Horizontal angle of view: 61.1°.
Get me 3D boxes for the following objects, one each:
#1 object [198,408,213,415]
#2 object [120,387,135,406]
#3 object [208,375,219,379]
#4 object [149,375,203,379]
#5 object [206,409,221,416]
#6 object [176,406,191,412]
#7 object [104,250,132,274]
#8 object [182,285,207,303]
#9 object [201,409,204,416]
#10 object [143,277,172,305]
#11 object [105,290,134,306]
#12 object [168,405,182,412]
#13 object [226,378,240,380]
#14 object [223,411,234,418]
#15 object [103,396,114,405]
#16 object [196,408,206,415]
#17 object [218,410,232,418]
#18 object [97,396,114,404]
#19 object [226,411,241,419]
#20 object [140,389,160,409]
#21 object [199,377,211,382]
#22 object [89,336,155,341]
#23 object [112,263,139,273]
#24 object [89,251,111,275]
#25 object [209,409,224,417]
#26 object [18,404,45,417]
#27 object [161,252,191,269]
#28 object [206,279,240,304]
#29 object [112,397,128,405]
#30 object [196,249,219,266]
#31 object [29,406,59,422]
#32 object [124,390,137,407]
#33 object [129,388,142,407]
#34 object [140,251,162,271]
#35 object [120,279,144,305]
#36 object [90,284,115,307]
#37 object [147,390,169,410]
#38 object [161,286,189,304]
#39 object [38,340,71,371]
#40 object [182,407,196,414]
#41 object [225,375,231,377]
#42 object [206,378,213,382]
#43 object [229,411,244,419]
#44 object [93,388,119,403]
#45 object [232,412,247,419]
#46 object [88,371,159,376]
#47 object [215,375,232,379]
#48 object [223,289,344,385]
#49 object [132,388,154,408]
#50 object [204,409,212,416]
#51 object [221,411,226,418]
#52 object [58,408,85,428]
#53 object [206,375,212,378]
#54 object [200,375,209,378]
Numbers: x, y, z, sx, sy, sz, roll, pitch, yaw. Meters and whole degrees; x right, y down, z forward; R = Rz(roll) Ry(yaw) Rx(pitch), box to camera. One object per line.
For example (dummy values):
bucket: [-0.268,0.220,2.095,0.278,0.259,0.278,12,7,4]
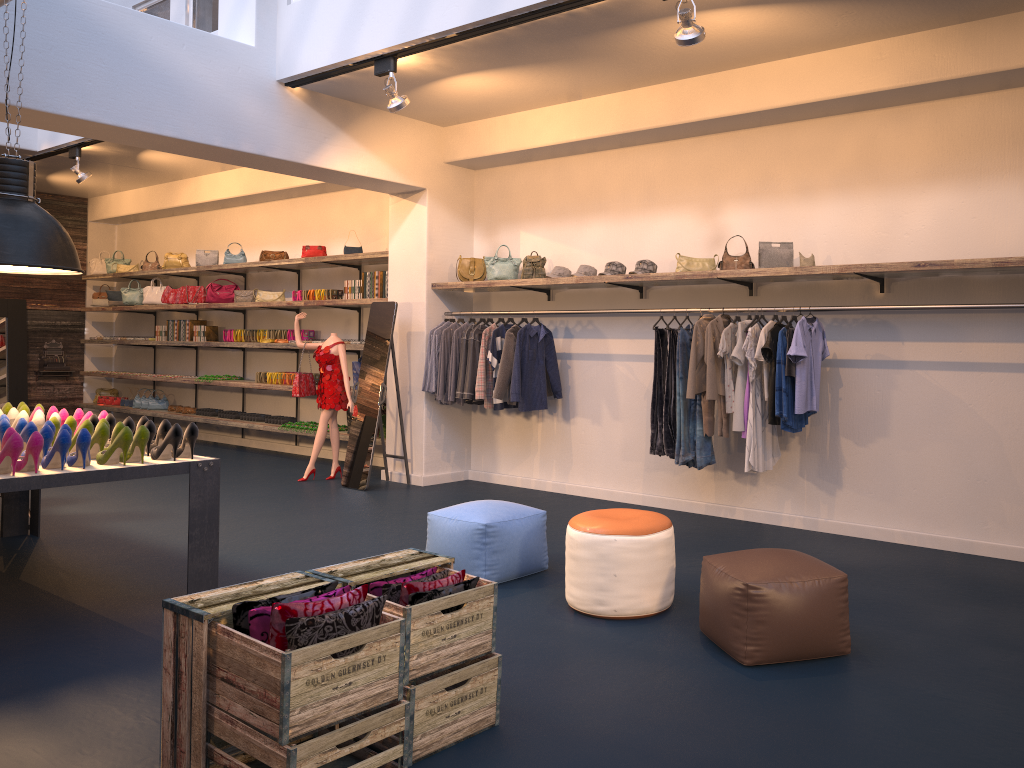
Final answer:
object: [-4.020,0.364,11.395,0.060,0.088,0.202,1,1,42]
object: [-5.602,0.186,12.678,0.212,0.280,0.055,1,-1,-20]
object: [-3.748,-0.084,11.026,0.256,0.064,0.078,-1,2,-42]
object: [-4.569,-0.102,11.738,0.814,0.029,0.384,3,3,40]
object: [-3.872,0.372,11.274,0.060,0.088,0.202,1,1,42]
object: [-4.426,0.342,11.759,0.220,0.083,0.226,2,2,30]
object: [-5.828,-1.795,12.845,0.377,0.367,0.171,1,-1,-8]
object: [-4.155,-1.175,11.344,0.310,0.250,0.138,1,-1,10]
object: [-3.970,0.367,11.355,0.060,0.088,0.202,1,1,42]
object: [-4.935,-1.295,12.114,0.425,0.386,0.192,1,-1,1]
object: [-5.728,-1.259,12.727,0.432,0.232,0.171,1,0,-12]
object: [-4.601,0.332,11.924,0.229,0.083,0.217,-1,3,-38]
object: [-3.575,-0.053,11.028,0.077,0.058,0.252,2,2,37]
object: [-3.570,0.388,11.029,0.060,0.088,0.202,1,1,42]
object: [-5.944,0.247,12.911,0.231,0.118,0.086,1,0,-17]
object: [-4.069,0.362,11.434,0.060,0.088,0.202,1,1,42]
object: [-3.669,0.383,11.109,0.060,0.088,0.202,1,1,42]
object: [-6.097,0.239,13.036,0.231,0.118,0.086,1,0,-17]
object: [-3.520,0.391,10.988,0.060,0.088,0.202,1,1,42]
object: [-5.076,0.211,12.210,0.288,0.283,0.091,1,-1,-16]
object: [-3.882,-0.060,11.060,0.077,0.058,0.252,2,2,37]
object: [-5.651,-0.671,12.747,1.398,0.060,0.521,3,3,39]
object: [-5.644,-1.683,12.646,0.364,0.174,0.231,1,1,2]
object: [-6.154,-1.826,13.156,0.455,0.386,0.179,1,0,-27]
object: [-3.821,0.375,11.233,0.060,0.088,0.202,1,1,42]
object: [-3.160,0.223,5.649,0.223,0.195,0.218,2,1,41]
object: [-4.518,-1.658,11.677,0.372,0.234,0.198,1,0,-2]
object: [-3.693,-1.184,11.084,0.282,0.338,0.366,1,1,30]
object: [-5.778,0.255,12.806,0.230,0.118,0.086,1,0,-16]
object: [-3.949,-1.628,11.264,0.283,0.230,0.076,1,-1,-9]
object: [-2.985,0.233,5.491,0.223,0.195,0.218,2,1,41]
object: [-5.506,0.191,12.604,0.215,0.280,0.054,1,-1,-28]
object: [-5.404,0.197,12.517,0.212,0.280,0.055,1,-1,-20]
object: [-5.059,-1.720,12.184,0.285,0.300,0.105,1,-1,9]
object: [-5.382,-1.307,12.376,0.377,0.367,0.171,1,-1,-8]
object: [-6.120,-1.332,13.040,0.361,0.335,0.161,1,-1,-7]
object: [-4.925,0.219,12.096,0.288,0.283,0.091,1,-1,-16]
object: [-4.533,-1.198,11.699,0.340,0.254,0.136,1,-1,-2]
object: [-6.796,-0.429,12.896,0.215,0.461,0.387,1,0,41]
object: [-4.269,0.353,11.575,0.220,0.083,0.226,2,2,31]
object: [-3.626,-0.087,11.162,0.081,0.073,0.246,1,2,20]
object: [-3.752,-0.053,10.955,0.077,0.058,0.252,2,2,37]
object: [-3.472,0.393,10.949,0.060,0.088,0.202,1,1,42]
object: [-6.170,0.173,13.229,0.388,0.234,0.189,1,0,-18]
object: [-3.422,0.396,10.908,0.060,0.088,0.202,1,1,42]
object: [-5.618,-0.156,12.591,1.722,0.024,0.382,3,3,39]
object: [-3.660,-0.081,10.991,0.256,0.067,0.077,-1,2,-42]
object: [-2.822,-0.541,10.506,2.473,1.138,0.493,3,0,40]
object: [-5.226,0.203,12.325,0.292,0.283,0.090,1,-1,-22]
object: [-3.920,0.370,11.313,0.060,0.088,0.202,1,1,42]
object: [-3.620,0.385,11.070,0.060,0.088,0.202,1,1,42]
object: [-2.749,0.243,5.363,0.218,0.195,0.222,0,1,-43]
object: [-3.790,-0.087,11.097,0.256,0.068,0.076,-1,2,-42]
object: [-3.878,-0.090,11.131,0.257,0.063,0.076,-1,2,-44]
